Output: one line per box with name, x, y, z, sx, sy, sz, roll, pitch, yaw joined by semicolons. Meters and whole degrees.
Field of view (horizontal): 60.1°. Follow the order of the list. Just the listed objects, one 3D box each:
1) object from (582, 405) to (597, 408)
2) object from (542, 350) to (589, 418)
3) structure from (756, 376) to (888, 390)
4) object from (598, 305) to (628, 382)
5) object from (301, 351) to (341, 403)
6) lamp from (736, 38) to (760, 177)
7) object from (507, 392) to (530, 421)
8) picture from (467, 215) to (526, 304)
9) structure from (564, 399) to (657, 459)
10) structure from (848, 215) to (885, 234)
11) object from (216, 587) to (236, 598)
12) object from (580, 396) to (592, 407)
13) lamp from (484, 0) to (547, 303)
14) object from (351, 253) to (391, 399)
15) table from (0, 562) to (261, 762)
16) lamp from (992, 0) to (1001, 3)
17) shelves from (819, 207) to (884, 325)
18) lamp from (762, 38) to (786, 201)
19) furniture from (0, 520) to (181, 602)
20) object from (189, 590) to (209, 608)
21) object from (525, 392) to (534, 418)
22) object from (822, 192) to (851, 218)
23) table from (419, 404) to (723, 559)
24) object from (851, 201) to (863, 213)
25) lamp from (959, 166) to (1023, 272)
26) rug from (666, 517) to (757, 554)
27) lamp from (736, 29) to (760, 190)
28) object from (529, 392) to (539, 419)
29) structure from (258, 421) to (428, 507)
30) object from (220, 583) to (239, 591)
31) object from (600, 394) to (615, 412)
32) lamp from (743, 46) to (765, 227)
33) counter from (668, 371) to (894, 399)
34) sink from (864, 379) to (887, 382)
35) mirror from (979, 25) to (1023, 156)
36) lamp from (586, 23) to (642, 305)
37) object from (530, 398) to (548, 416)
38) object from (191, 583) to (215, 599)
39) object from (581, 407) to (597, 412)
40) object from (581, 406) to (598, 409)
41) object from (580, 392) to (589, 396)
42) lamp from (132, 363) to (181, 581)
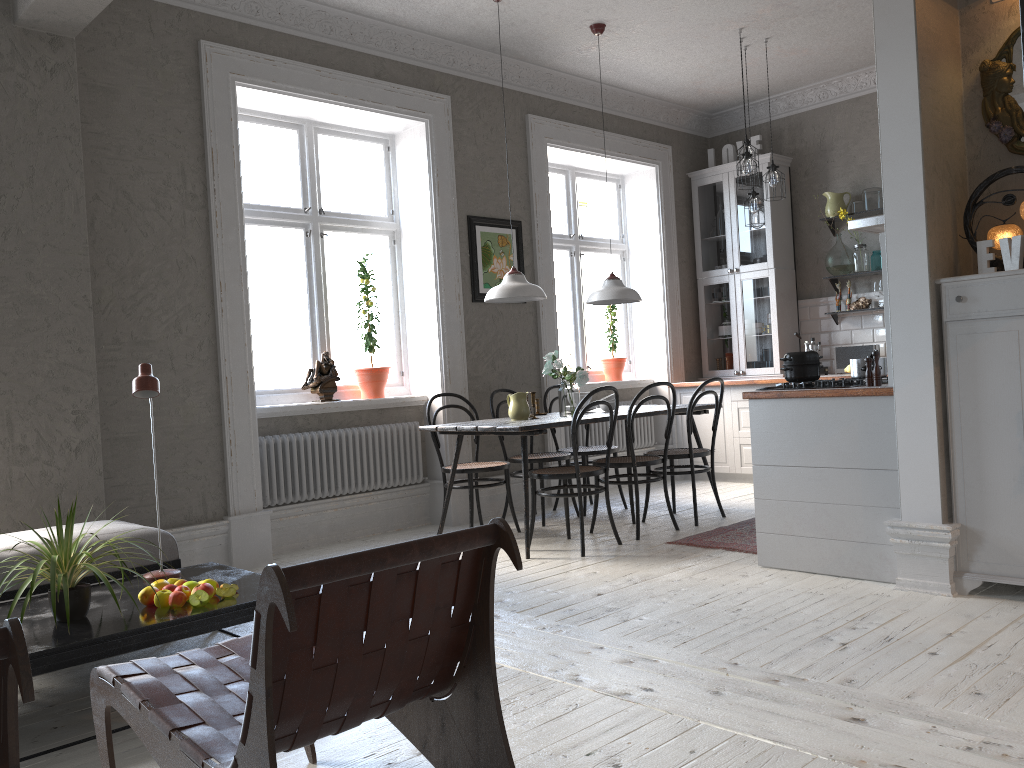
object;0.459;0.161;5.979;0.241;0.027;0.234;-4;1;-21
object;0.340;-0.004;5.417;0.305;0.414;0.257;-3;1;45
structure;1.589;-0.006;4.407;0.618;0.031;0.485;-4;1;-43
object;0.867;-0.432;7.737;0.263;0.813;0.257;-4;1;-16
object;-1.238;-0.047;5.710;0.242;0.329;0.117;-4;1;-42
lamp;1.636;-2.360;6.312;0.144;1.735;0.149;-3;1;33
object;0.036;0.136;5.445;0.149;0.170;0.136;-3;1;8
picture;-0.104;-0.900;6.461;0.532;0.619;0.019;-4;1;-43
structure;0.805;0.372;7.494;0.145;0.428;1.249;-3;1;45
structure;2.364;-1.700;5.018;0.727;1.596;0.697;-4;1;-43
object;-0.988;0.720;3.062;0.067;0.037;0.047;-4;1;-17
object;0.456;0.125;5.979;0.176;0.094;0.183;-3;1;38
lamp;-0.034;-1.427;5.310;0.381;1.858;0.377;-3;1;-6
object;-0.969;-0.396;5.983;0.271;0.991;0.269;-3;1;-4
table;-1.452;0.917;2.983;1.338;0.303;0.831;-4;1;-43
lamp;2.120;-1.726;3.587;0.224;0.171;0.407;-4;1;-43
shelves;3.122;-0.948;7.024;0.233;0.923;1.288;-4;1;-43
lamp;1.834;-2.191;6.346;0.144;1.735;0.149;-3;1;33
furniture;-1.881;0.839;3.619;0.845;0.476;0.571;-4;1;-43
object;-1.044;0.716;2.948;0.061;0.053;0.057;-4;1;-37
object;0.091;0.130;5.671;0.094;0.172;0.097;-3;1;28
object;2.694;-1.489;7.356;0.176;0.216;0.187;-4;1;-30
table;0.461;0.560;5.744;1.961;0.735;0.885;-4;1;-43
object;2.847;-1.444;7.284;0.105;0.111;0.101;-4;1;-44
lamp;2.077;-0.613;3.644;0.175;0.558;0.440;-4;1;-35
rug;1.578;0.856;5.206;1.316;0.014;0.720;-4;1;-43
lamp;1.590;-2.226;6.133;0.146;1.735;0.147;-3;1;3
object;0.134;0.132;5.464;0.060;0.167;0.058;-4;1;-30
structure;-1.070;0.498;5.713;0.145;0.428;1.249;-3;1;45
object;-0.998;0.720;3.133;0.062;0.036;0.047;-4;1;-33
object;0.634;0.123;5.854;0.130;0.119;0.122;-4;1;-28
lamp;1.729;-2.027;6.475;0.145;1.735;0.148;-3;1;13
counter;1.834;-0.001;6.079;3.463;0.039;3.094;-4;1;-43
sink;2.157;-0.134;4.759;0.496;0.720;0.517;-4;1;-43
mirror;2.207;-1.251;3.652;0.072;0.593;0.521;-4;1;-43
lamp;0.629;-1.471;5.938;0.387;1.858;0.371;-4;1;-36
object;0.171;0.153;5.944;0.137;0.112;0.142;-3;1;29
object;-1.052;0.711;3.014;0.076;0.064;0.074;-4;1;-13
object;0.460;0.178;5.979;0.241;0.027;0.233;-4;1;-26
object;0.459;0.169;5.979;0.235;0.027;0.240;-3;0;14
object;0.455;0.105;5.978;0.176;0.094;0.183;-3;1;38
lamp;-1.390;0.341;3.414;0.139;0.839;0.250;-4;1;-7
